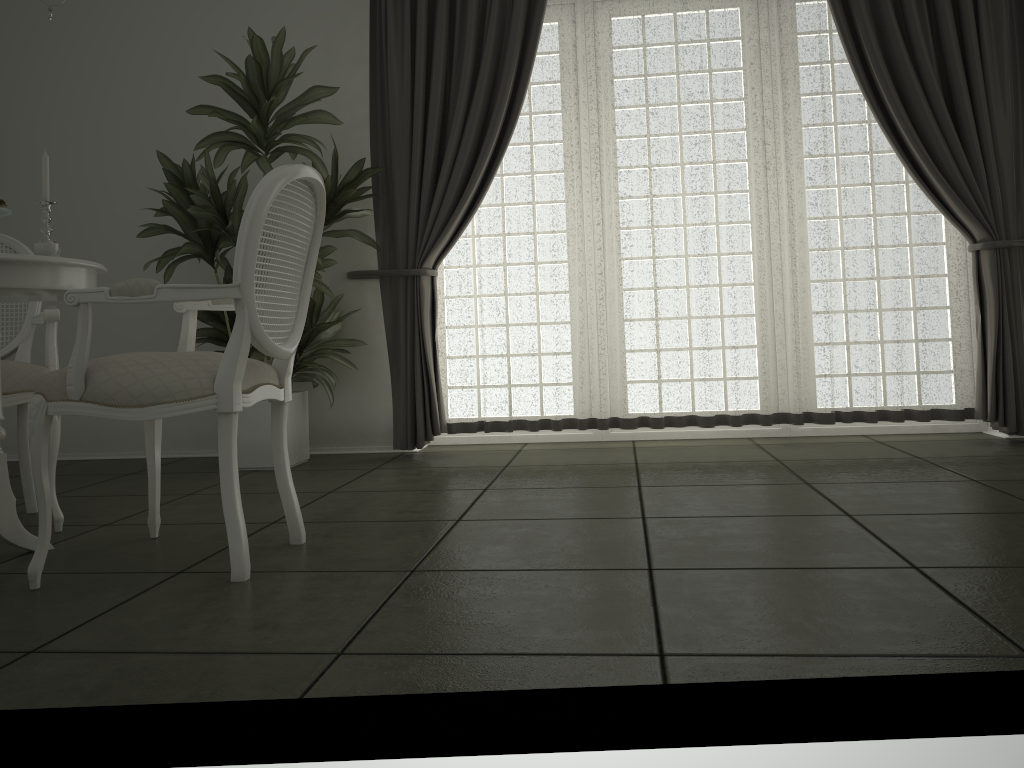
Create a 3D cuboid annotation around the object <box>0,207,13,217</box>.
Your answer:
[{"bbox_3d":[-1.518,-0.454,2.471,0.210,0.249,0.211,-3,-1,39],"label":"object"}]

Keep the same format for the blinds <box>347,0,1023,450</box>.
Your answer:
[{"bbox_3d":[0.904,-0.991,4.557,3.657,2.614,0.658,-2,-2,7],"label":"blinds"}]

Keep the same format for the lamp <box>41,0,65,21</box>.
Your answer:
[{"bbox_3d":[-1.589,-2.285,2.532,0.593,2.448,0.591,-1,-2,-15],"label":"lamp"}]

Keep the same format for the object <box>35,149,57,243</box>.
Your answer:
[{"bbox_3d":[-1.390,-0.524,2.635,0.088,0.366,0.087,-1,-2,-16],"label":"object"}]

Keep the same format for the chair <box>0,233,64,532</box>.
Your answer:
[{"bbox_3d":[-1.880,-0.040,3.025,0.595,1.068,0.688,-1,-1,-28],"label":"chair"}]

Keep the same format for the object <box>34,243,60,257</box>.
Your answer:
[{"bbox_3d":[-1.296,-0.367,2.476,0.062,0.049,0.078,-2,1,40],"label":"object"}]

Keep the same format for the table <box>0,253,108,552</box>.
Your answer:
[{"bbox_3d":[-1.512,0.089,2.426,0.740,0.833,0.739,-2,0,4],"label":"table"}]

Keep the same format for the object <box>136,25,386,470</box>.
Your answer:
[{"bbox_3d":[-1.275,-0.647,4.380,1.159,2.105,1.038,-3,-2,25],"label":"object"}]

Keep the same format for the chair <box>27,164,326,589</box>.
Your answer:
[{"bbox_3d":[-0.858,-0.051,2.429,0.689,1.068,0.594,-2,-1,7],"label":"chair"}]

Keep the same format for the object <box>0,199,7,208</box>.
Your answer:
[{"bbox_3d":[-1.452,-0.508,2.502,0.039,0.032,0.039,-2,1,28],"label":"object"}]
